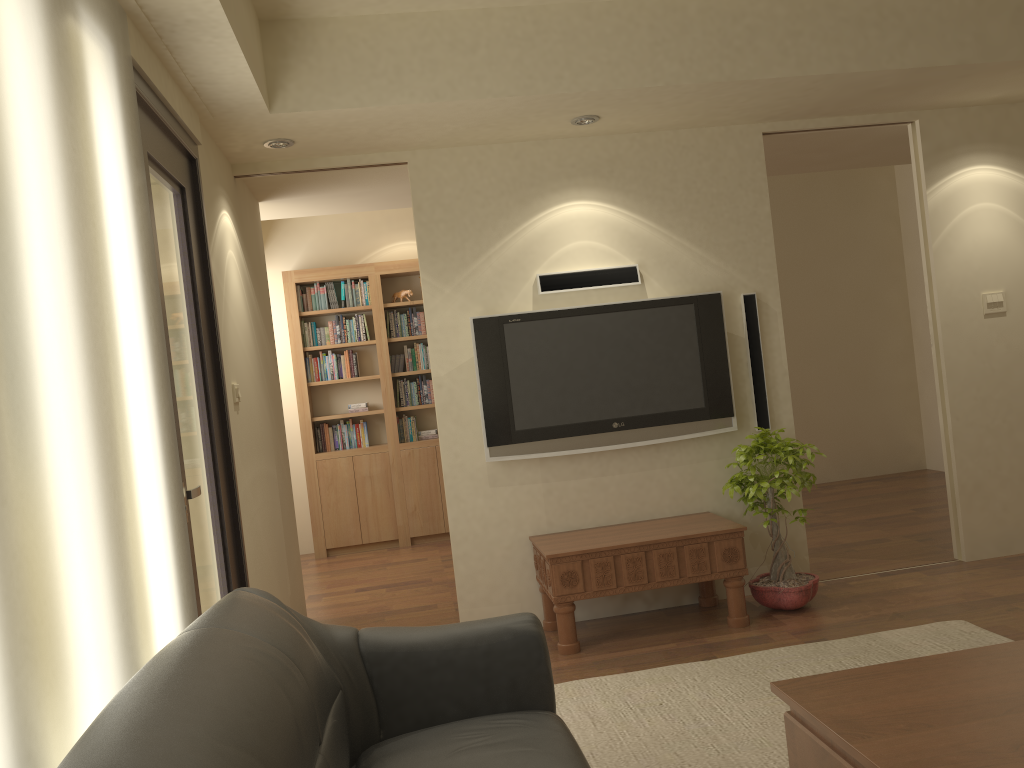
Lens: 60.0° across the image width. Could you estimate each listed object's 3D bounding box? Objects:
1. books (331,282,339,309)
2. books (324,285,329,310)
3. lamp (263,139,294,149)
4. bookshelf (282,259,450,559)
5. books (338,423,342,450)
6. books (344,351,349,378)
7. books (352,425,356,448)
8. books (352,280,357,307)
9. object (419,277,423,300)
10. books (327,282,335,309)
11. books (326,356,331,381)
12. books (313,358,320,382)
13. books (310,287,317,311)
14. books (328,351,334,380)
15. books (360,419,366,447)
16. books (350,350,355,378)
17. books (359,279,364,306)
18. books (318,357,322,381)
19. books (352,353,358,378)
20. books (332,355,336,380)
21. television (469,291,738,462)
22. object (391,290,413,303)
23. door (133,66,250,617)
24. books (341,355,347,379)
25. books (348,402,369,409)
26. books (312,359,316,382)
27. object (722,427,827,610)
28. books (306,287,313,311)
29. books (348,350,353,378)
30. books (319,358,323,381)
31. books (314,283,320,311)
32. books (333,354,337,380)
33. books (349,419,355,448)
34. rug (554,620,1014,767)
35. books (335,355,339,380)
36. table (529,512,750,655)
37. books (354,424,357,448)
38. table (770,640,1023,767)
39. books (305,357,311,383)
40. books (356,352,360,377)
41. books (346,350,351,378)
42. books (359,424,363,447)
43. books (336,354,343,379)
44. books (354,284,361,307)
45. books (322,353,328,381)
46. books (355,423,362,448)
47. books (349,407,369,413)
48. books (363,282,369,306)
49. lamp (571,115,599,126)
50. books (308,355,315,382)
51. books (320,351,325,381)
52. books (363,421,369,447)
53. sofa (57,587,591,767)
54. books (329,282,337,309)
[{"bbox_3d":[-1.534,-0.759,7.703,0.043,0.242,0.148,-7,1,-8],"label":"books"},{"bbox_3d":[-1.603,-0.738,7.683,0.013,0.215,0.168,-7,1,-8],"label":"books"},{"bbox_3d":[-1.123,-1.174,4.262,0.143,0.059,0.143,-7,1,-2],"label":"lamp"},{"bbox_3d":[-0.370,0.099,7.818,2.945,2.440,0.301,-7,1,-8],"label":"bookshelf"},{"bbox_3d":[-1.499,0.458,7.745,0.014,0.224,0.168,-7,1,-8],"label":"books"},{"bbox_3d":[-1.435,-0.165,7.714,0.017,0.235,0.157,-7,1,-8],"label":"books"},{"bbox_3d":[-1.379,0.456,7.774,0.011,0.200,0.143,-7,1,-8],"label":"books"},{"bbox_3d":[-1.369,-0.775,7.721,0.017,0.235,0.157,-7,1,-8],"label":"books"},{"bbox_3d":[-0.764,-0.830,7.713,0.077,0.209,0.059,-7,1,-3],"label":"object"},{"bbox_3d":[-1.565,-0.756,7.699,0.043,0.242,0.148,-7,1,-8],"label":"books"},{"bbox_3d":[-1.587,-0.136,7.693,0.026,0.211,0.156,-7,1,-8],"label":"books"},{"bbox_3d":[-1.684,-0.122,7.677,0.036,0.206,0.162,-7,1,-8],"label":"books"},{"bbox_3d":[-1.713,-0.727,7.691,0.036,0.218,0.124,-7,1,-8],"label":"books"},{"bbox_3d":[-1.563,-0.160,7.698,0.026,0.254,0.154,-7,1,-8],"label":"books"},{"bbox_3d":[-1.304,0.429,7.777,0.026,0.237,0.156,-7,1,-8],"label":"books"},{"bbox_3d":[-1.386,-0.174,7.723,0.019,0.242,0.152,-7,1,-8],"label":"books"},{"bbox_3d":[-1.309,-0.786,7.728,0.016,0.243,0.158,-7,1,-8],"label":"books"},{"bbox_3d":[-1.661,-0.125,7.678,0.010,0.206,0.167,-7,1,-8],"label":"books"},{"bbox_3d":[-1.361,-0.160,7.721,0.026,0.207,0.163,-7,1,-8],"label":"books"},{"bbox_3d":[-1.542,-0.143,7.694,0.009,0.215,0.168,-7,1,-8],"label":"books"},{"bbox_3d":[0.496,-0.039,4.750,1.377,0.778,0.110,-7,1,-8],"label":"television"},{"bbox_3d":[-0.967,-0.758,7.690,0.274,0.111,0.062,-6,1,35],"label":"object"},{"bbox_3d":[-1.146,0.207,3.202,0.118,2.420,1.011,-7,1,-8],"label":"door"},{"bbox_3d":[-1.458,-0.146,7.714,0.032,0.202,0.150,-7,1,-8],"label":"books"},{"bbox_3d":[-1.337,0.189,7.732,0.165,0.036,0.111,-7,1,-2],"label":"books"},{"bbox_3d":[-1.708,-0.117,7.676,0.011,0.202,0.158,-7,1,-8],"label":"books"},{"bbox_3d":[1.387,0.685,4.622,0.565,0.957,0.528,-6,1,35],"label":"object"},{"bbox_3d":[-1.750,-0.723,7.686,0.036,0.218,0.124,-7,1,-8],"label":"books"},{"bbox_3d":[-1.404,-0.172,7.723,0.015,0.242,0.148,-7,1,-8],"label":"books"},{"bbox_3d":[-1.651,-0.123,7.692,0.011,0.200,0.143,-7,1,-8],"label":"books"},{"bbox_3d":[-1.683,-0.742,7.681,0.019,0.242,0.152,-7,1,-8],"label":"books"},{"bbox_3d":[-1.531,-0.149,7.695,0.014,0.224,0.168,-7,1,-8],"label":"books"},{"bbox_3d":[-1.397,0.430,7.770,0.019,0.255,0.145,-7,1,-8],"label":"books"},{"bbox_3d":[1.111,1.231,2.201,2.482,0.011,3.592,-7,1,-8],"label":"rug"},{"bbox_3d":[-1.516,-0.146,7.697,0.013,0.215,0.168,-7,1,-8],"label":"books"},{"bbox_3d":[0.650,1.005,4.560,1.009,0.493,0.538,-7,1,-8],"label":"table"},{"bbox_3d":[-1.367,0.452,7.763,0.010,0.206,0.167,-7,1,-8],"label":"books"},{"bbox_3d":[1.306,0.972,1.856,1.045,0.482,1.213,-7,1,-8],"label":"table"},{"bbox_3d":[-1.752,-0.118,7.666,0.026,0.215,0.167,-7,1,-8],"label":"books"},{"bbox_3d":[-1.345,-0.166,7.741,0.011,0.215,0.127,-7,1,-8],"label":"books"},{"bbox_3d":[-1.419,-0.171,7.715,0.016,0.243,0.158,-7,1,-8],"label":"books"},{"bbox_3d":[-1.321,0.448,7.774,0.011,0.202,0.158,-7,1,-8],"label":"books"},{"bbox_3d":[-1.495,-0.150,7.722,0.036,0.218,0.124,-7,1,-8],"label":"books"},{"bbox_3d":[-1.342,-0.762,7.728,0.032,0.202,0.150,-7,1,-8],"label":"books"},{"bbox_3d":[-1.616,-0.145,7.698,0.026,0.237,0.139,-7,1,-8],"label":"books"},{"bbox_3d":[-1.345,0.449,7.769,0.036,0.206,0.162,-7,1,-8],"label":"books"},{"bbox_3d":[-1.338,0.226,7.740,0.165,0.036,0.111,-7,1,-8],"label":"books"},{"bbox_3d":[-1.270,-0.773,7.731,0.026,0.207,0.163,-7,1,-8],"label":"books"},{"bbox_3d":[0.365,-1.345,4.463,0.143,0.059,0.143,-7,1,-2],"label":"lamp"},{"bbox_3d":[-1.728,-0.132,7.674,0.026,0.237,0.156,-7,1,-8],"label":"books"},{"bbox_3d":[-1.639,-0.152,7.692,0.019,0.255,0.145,-7,1,-8],"label":"books"},{"bbox_3d":[-1.277,0.437,7.775,0.026,0.215,0.167,-7,1,-8],"label":"books"},{"bbox_3d":[-0.192,0.917,1.587,0.944,0.918,2.337,-7,1,-8],"label":"sofa"},{"bbox_3d":[-1.549,-0.757,7.701,0.043,0.242,0.148,-7,1,-8],"label":"books"}]
